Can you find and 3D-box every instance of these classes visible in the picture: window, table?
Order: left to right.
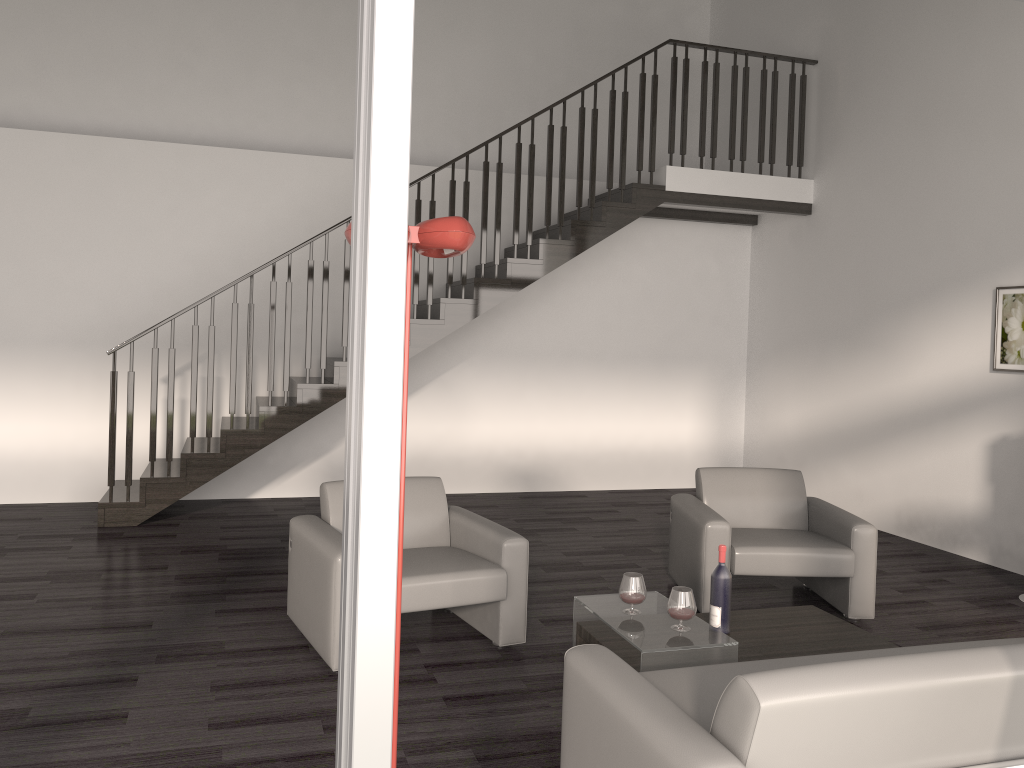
[{"bbox_3d":[-0.182,-0.334,1.263,9.742,3.469,0.385,1,1,-18],"label":"window"},{"bbox_3d":[0.558,1.121,3.613,0.400,0.341,0.681,1,3,-18],"label":"table"},{"bbox_3d":[0.937,1.181,3.734,1.200,0.250,0.601,1,3,-18],"label":"table"}]

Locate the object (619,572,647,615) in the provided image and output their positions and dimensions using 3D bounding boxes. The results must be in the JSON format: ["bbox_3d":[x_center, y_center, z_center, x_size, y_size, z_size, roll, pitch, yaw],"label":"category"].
[{"bbox_3d":[0.500,0.868,3.671,0.116,0.155,0.116,2,2,-9],"label":"object"}]

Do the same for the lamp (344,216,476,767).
[{"bbox_3d":[-0.310,0.435,2.463,0.353,1.787,0.365,2,1,-18],"label":"lamp"}]

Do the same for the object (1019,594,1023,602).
[{"bbox_3d":[3.247,0.738,5.235,0.401,1.125,0.400,3,1,32],"label":"object"}]

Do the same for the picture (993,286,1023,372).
[{"bbox_3d":[3.407,-0.369,5.944,0.026,0.577,0.394,2,2,-18],"label":"picture"}]

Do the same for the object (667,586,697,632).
[{"bbox_3d":[0.666,0.883,3.483,0.116,0.155,0.116,1,2,-27],"label":"object"}]

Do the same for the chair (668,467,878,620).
[{"bbox_3d":[1.466,0.892,5.085,0.963,0.717,0.911,2,2,-3],"label":"chair"}]

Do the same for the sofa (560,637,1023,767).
[{"bbox_3d":[1.263,1.015,2.674,2.114,0.717,0.903,1,2,-18],"label":"sofa"}]

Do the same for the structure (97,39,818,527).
[{"bbox_3d":[-0.053,-0.993,7.795,6.340,4.092,1.001,1,1,-18],"label":"structure"}]

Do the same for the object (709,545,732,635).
[{"bbox_3d":[0.886,0.868,3.757,0.093,0.370,0.093,2,1,-19],"label":"object"}]

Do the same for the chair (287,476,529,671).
[{"bbox_3d":[-0.510,0.870,4.300,0.963,0.717,0.911,1,3,-28],"label":"chair"}]
